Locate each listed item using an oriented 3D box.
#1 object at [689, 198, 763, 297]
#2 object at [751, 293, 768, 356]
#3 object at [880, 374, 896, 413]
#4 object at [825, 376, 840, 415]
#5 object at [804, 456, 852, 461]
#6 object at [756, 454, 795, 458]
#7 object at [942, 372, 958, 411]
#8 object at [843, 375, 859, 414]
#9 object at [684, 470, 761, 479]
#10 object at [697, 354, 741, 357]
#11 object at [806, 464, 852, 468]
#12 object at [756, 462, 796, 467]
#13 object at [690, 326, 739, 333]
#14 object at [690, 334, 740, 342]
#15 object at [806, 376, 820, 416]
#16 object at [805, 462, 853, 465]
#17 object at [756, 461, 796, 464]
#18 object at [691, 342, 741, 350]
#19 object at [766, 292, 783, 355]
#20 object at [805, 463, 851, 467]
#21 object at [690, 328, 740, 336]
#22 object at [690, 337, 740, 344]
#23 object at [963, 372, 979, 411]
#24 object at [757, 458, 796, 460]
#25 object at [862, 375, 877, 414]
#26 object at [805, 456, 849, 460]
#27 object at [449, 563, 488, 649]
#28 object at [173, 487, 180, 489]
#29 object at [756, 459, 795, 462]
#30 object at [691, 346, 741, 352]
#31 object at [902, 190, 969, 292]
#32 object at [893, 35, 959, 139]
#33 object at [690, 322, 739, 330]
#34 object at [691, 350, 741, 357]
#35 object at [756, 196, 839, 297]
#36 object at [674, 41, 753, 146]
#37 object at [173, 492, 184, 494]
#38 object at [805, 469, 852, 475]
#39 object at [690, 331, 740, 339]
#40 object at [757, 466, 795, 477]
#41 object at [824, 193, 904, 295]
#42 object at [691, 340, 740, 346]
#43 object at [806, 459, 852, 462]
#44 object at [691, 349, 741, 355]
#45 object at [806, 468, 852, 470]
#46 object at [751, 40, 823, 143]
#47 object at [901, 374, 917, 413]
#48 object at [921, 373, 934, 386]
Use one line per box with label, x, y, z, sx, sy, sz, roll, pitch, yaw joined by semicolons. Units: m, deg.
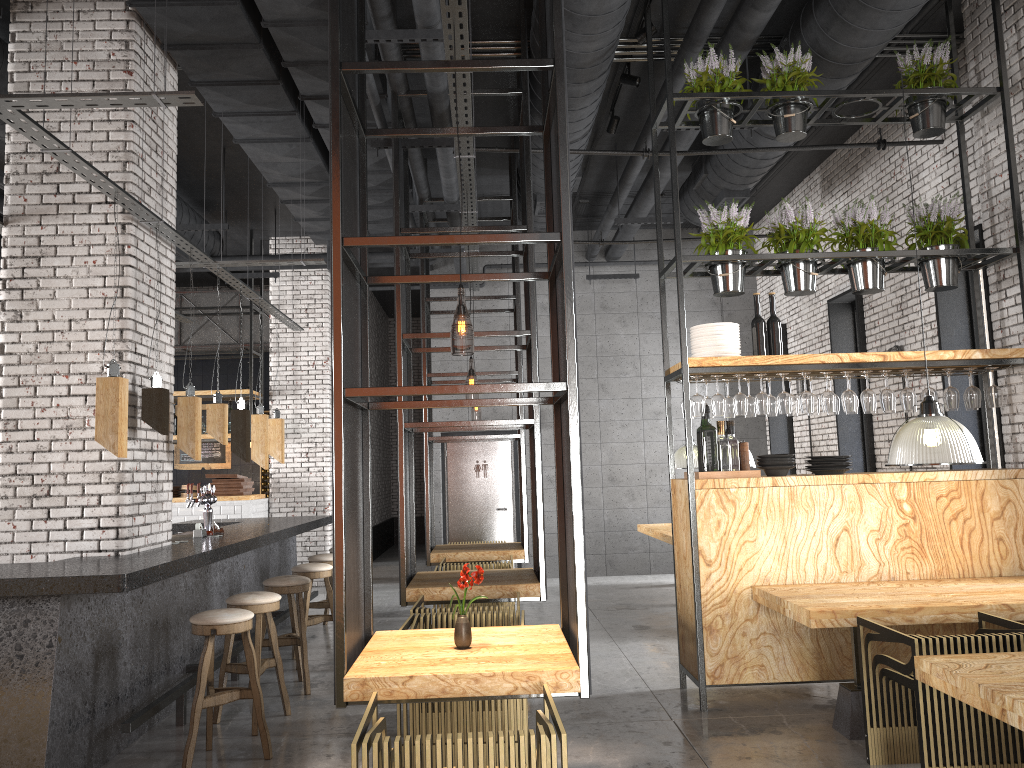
object;1.493;-0.896;6.158;0.416;0.560;0.466;3;-8;-36
object;1.698;-0.392;6.106;0.098;0.472;0.098;1;-7;-24
object;2.633;0.069;6.210;0.101;0.268;0.101;-6;-8;35
object;2.236;0.080;6.198;0.101;0.268;0.101;-6;-8;35
object;2.137;0.518;5.992;0.305;0.049;0.305;-4;-6;23
object;1.786;0.511;6.000;0.257;0.076;0.256;-6;-7;35
object;3.075;0.056;6.224;0.101;0.268;0.101;-5;-8;29
object;2.367;0.076;6.202;0.101;0.268;0.101;-6;-8;35
object;1.423;0.618;6.030;0.411;0.050;0.410;-2;-6;-3
object;1.399;-0.167;6.071;0.334;0.033;0.334;-6;-7;36
object;2.139;0.567;5.984;0.306;0.044;0.305;-2;-6;-1
object;1.786;0.566;5.994;0.257;0.076;0.256;-2;-6;-2
object;1.392;-0.357;6.093;0.334;0.039;0.334;1;-6;-27
object;1.394;-0.299;6.086;0.334;0.043;0.334;0;-6;-18
object;2.096;0.084;6.194;0.101;0.268;0.101;-6;-8;35
object;2.138;0.544;5.987;0.305;0.042;0.305;4;-8;-44
object;1.786;0.559;5.996;0.257;0.075;0.256;-4;-6;24
object;1.396;-0.245;6.080;0.334;0.039;0.334;2;-7;-35
object;1.806;-0.396;6.109;0.098;0.472;0.098;1;-7;-24
object;2.137;0.559;5.986;0.305;0.046;0.305;4;-8;-44
object;1.393;-0.338;6.092;0.334;0.044;0.334;2;-7;-31
object;1.395;-0.279;6.084;0.334;0.039;0.334;-2;-6;6
object;3.222;0.051;6.229;0.101;0.268;0.101;-5;-8;29
object;1.786;0.537;5.998;0.257;0.072;0.256;-2;-6;-2
object;2.495;0.073;6.206;0.101;0.268;0.101;-6;-8;35
object;2.137;0.504;5.994;0.306;0.039;0.305;0;-6;-19
object;-0.187;0.975;3.911;0.171;0.356;0.156;4;-9;-43
object;-4.642;1.403;11.908;0.458;0.019;0.406;-5;-7;31
object;1.786;0.541;5.996;0.257;0.072;0.256;1;-7;-30
object;1.397;-0.225;6.077;0.334;0.040;0.334;2;-7;-38
object;2.976;-0.939;6.206;0.416;0.560;0.466;-4;-7;17
object;2.954;-2.054;6.317;0.416;0.560;0.466;-3;-6;8
object;1.392;-0.376;6.096;0.334;0.039;0.334;1;-6;-28
object;1.398;-0.187;6.074;0.335;0.046;0.334;0;-6;-21
object;1.995;-0.907;6.210;0.467;0.560;0.415;-1;-6;-7
object;1.447;-2.004;6.331;0.467;0.560;0.415;1;-7;-27
object;-4.650;1.467;11.901;0.458;0.019;0.406;2;-7;-33
object;2.140;0.593;5.982;0.305;0.035;0.305;-6;-7;36
object;1.394;-0.318;6.089;0.334;0.041;0.334;2;-7;-32
object;1.787;0.589;5.991;0.257;0.067;0.256;-2;-6;6
object;2.474;-0.920;6.233;0.416;0.560;0.467;-8;-9;44
object;1.396;-0.264;6.081;0.334;0.040;0.334;-4;-6;20
object;2.138;0.529;5.990;0.306;0.037;0.305;-2;-6;-1
object;1.398;-0.206;6.075;0.334;0.037;0.334;2;-7;-35
object;2.139;0.582;5.982;0.305;0.041;0.305;-3;-6;16
object;1.970;-2.023;6.312;0.416;0.560;0.466;4;-9;-43
object;2.781;0.064;6.215;0.101;0.268;0.101;-5;-8;29
object;2.928;0.060;6.220;0.101;0.268;0.101;-5;-8;29
